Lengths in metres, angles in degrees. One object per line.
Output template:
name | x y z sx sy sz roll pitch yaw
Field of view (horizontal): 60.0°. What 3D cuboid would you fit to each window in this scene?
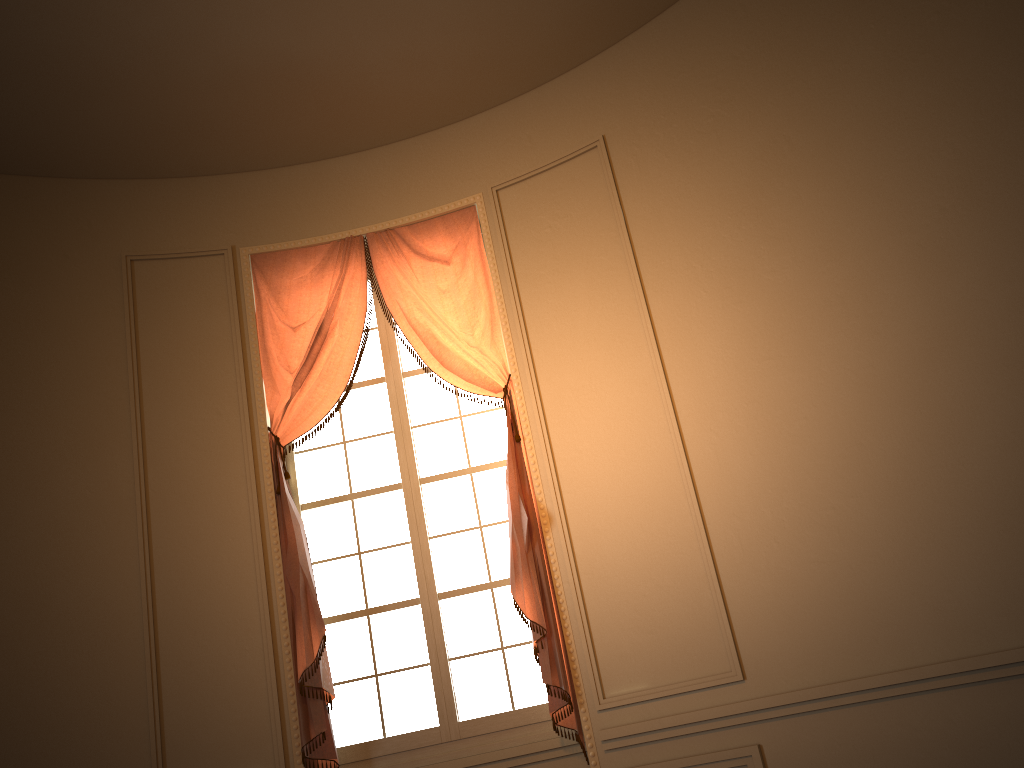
window | -0.542 0.527 4.750 1.305 2.795 0.048 -12 -18 1

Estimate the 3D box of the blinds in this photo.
blinds | -0.553 0.492 4.462 1.331 2.933 0.290 -12 -18 1
